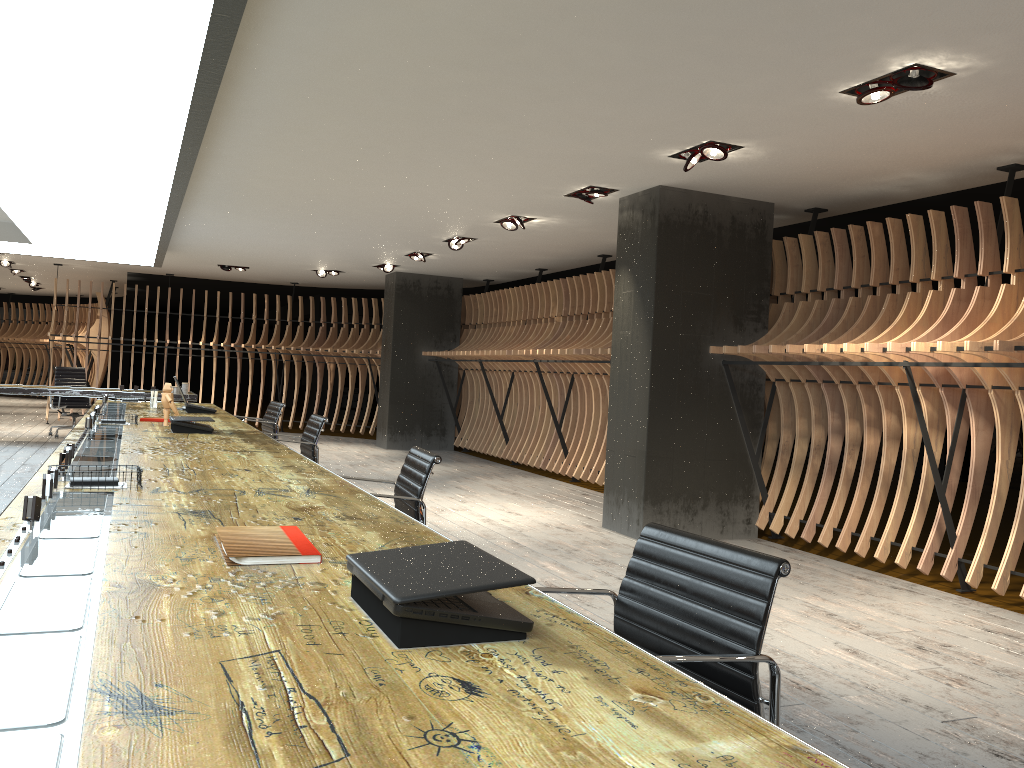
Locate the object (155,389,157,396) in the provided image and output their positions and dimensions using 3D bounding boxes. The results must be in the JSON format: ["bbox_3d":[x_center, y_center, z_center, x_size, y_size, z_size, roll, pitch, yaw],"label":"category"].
[{"bbox_3d":[-3.370,0.132,8.365,0.030,0.170,0.007,3,-1,17],"label":"object"}]

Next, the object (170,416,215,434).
[{"bbox_3d":[-2.101,0.267,5.813,0.262,0.088,0.373,3,0,-23],"label":"object"}]

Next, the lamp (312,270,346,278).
[{"bbox_3d":[-2.964,-1.859,14.307,0.493,0.292,0.269,3,0,22],"label":"lamp"}]

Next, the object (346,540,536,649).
[{"bbox_3d":[-0.148,0.387,1.680,0.261,0.111,0.373,3,0,-23],"label":"object"}]

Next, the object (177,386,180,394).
[{"bbox_3d":[-4.605,0.088,12.238,0.062,0.109,0.062,3,0,39],"label":"object"}]

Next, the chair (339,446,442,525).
[{"bbox_3d":[-0.676,0.719,3.973,0.667,0.859,0.693,3,0,-27],"label":"chair"}]

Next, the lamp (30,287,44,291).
[{"bbox_3d":[-11.479,-2.361,21.443,0.269,0.293,0.493,3,0,-40],"label":"lamp"}]

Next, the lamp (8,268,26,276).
[{"bbox_3d":[-9.527,-2.230,17.080,0.269,0.288,0.493,3,0,-23],"label":"lamp"}]

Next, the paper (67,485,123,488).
[{"bbox_3d":[-1.471,0.357,3.131,0.176,0.004,0.130,3,0,-19],"label":"paper"}]

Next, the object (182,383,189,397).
[{"bbox_3d":[-4.485,0.089,12.176,0.088,0.204,0.262,3,0,-25],"label":"object"}]

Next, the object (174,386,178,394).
[{"bbox_3d":[-4.614,0.088,12.167,0.062,0.109,0.062,3,0,39],"label":"object"}]

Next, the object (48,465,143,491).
[{"bbox_3d":[-1.472,0.332,3.131,0.302,0.071,0.209,3,0,-29],"label":"object"}]

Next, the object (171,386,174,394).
[{"bbox_3d":[-4.671,0.085,12.210,0.062,0.109,0.062,3,0,39],"label":"object"}]

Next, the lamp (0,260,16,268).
[{"bbox_3d":[-8.900,-2.189,15.614,0.269,0.284,0.493,3,0,-23],"label":"lamp"}]

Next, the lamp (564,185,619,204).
[{"bbox_3d":[0.654,-1.617,7.340,0.269,0.296,0.493,3,0,-23],"label":"lamp"}]

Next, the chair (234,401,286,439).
[{"bbox_3d":[-2.518,0.591,8.419,0.667,0.859,0.693,3,0,-37],"label":"chair"}]

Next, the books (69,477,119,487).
[{"bbox_3d":[-1.477,0.343,3.132,0.155,0.025,0.110,3,0,-28],"label":"books"}]

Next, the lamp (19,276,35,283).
[{"bbox_3d":[-10.155,-2.270,18.546,0.269,0.296,0.493,3,0,-23],"label":"lamp"}]

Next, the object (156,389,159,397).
[{"bbox_3d":[-3.362,0.132,8.382,0.030,0.170,0.007,3,-1,-37],"label":"object"}]

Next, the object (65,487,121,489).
[{"bbox_3d":[-1.471,0.358,3.131,0.176,0.004,0.130,3,0,-18],"label":"object"}]

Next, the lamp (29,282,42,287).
[{"bbox_3d":[-10.783,-2.315,20.012,0.269,0.293,0.493,3,0,-23],"label":"lamp"}]

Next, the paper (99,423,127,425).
[{"bbox_3d":[-2.736,0.269,6.092,0.176,0.004,0.130,3,0,-19],"label":"paper"}]

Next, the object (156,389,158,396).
[{"bbox_3d":[-3.364,0.132,8.372,0.030,0.170,0.007,3,-1,-10],"label":"object"}]

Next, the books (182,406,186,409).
[{"bbox_3d":[-2.989,0.219,8.322,0.186,0.027,0.112,3,0,-38],"label":"books"}]

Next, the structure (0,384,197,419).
[{"bbox_3d":[-3.573,0.570,4.244,4.834,0.844,18.480,3,0,-23],"label":"structure"}]

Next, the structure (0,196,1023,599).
[{"bbox_3d":[-5.730,-0.435,7.737,14.877,2.440,36.564,3,0,-23],"label":"structure"}]

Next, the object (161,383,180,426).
[{"bbox_3d":[-2.442,0.140,6.250,0.097,0.300,0.321,3,0,-39],"label":"object"}]

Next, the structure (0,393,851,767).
[{"bbox_3d":[-1.803,0.661,4.770,1.161,0.844,10.454,3,0,-23],"label":"structure"}]

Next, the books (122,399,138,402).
[{"bbox_3d":[-3.979,0.169,9.233,0.155,0.025,0.110,3,0,-28],"label":"books"}]

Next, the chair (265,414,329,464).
[{"bbox_3d":[-1.688,0.649,6.418,0.667,0.859,0.693,3,0,-32],"label":"chair"}]

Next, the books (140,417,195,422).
[{"bbox_3d":[-2.566,0.267,6.624,0.366,0.026,0.213,3,0,-13],"label":"books"}]

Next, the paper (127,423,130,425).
[{"bbox_3d":[-2.725,0.272,6.101,0.176,0.003,0.130,3,0,-25],"label":"paper"}]

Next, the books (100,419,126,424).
[{"bbox_3d":[-2.742,0.255,6.092,0.155,0.025,0.110,3,0,-28],"label":"books"}]

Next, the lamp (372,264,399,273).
[{"bbox_3d":[-1.870,-1.792,13.198,0.269,0.293,0.493,3,0,-30],"label":"lamp"}]

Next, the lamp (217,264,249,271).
[{"bbox_3d":[-4.515,-1.942,14.384,0.492,0.294,0.269,3,0,-17],"label":"lamp"}]

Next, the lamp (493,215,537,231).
[{"bbox_3d":[0.026,-1.664,8.806,0.269,0.288,0.493,3,0,-23],"label":"lamp"}]

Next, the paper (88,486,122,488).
[{"bbox_3d":[-1.471,0.355,3.131,0.176,0.004,0.130,3,0,-18],"label":"paper"}]

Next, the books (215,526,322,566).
[{"bbox_3d":[-0.617,0.401,2.220,0.213,0.026,0.366,3,0,-23],"label":"books"}]

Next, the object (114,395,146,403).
[{"bbox_3d":[-3.974,0.159,9.232,0.302,0.074,0.217,3,0,-29],"label":"object"}]

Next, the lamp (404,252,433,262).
[{"bbox_3d":[-1.229,-1.749,11.738,0.269,0.292,0.493,3,0,-23],"label":"lamp"}]

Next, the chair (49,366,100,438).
[{"bbox_3d":[-6.411,0.270,13.083,0.665,1.023,0.699,3,0,-43],"label":"chair"}]

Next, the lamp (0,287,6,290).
[{"bbox_3d":[-12.909,-2.441,22.059,0.493,0.294,0.269,3,0,4],"label":"lamp"}]

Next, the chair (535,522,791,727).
[{"bbox_3d":[0.203,0.780,1.945,0.667,0.859,0.693,3,0,-37],"label":"chair"}]

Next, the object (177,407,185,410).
[{"bbox_3d":[-3.030,0.236,8.345,0.213,0.019,0.219,3,0,-38],"label":"object"}]

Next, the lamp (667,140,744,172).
[{"bbox_3d":[1.282,-1.576,5.874,0.269,0.292,0.493,3,0,-23],"label":"lamp"}]

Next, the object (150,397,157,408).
[{"bbox_3d":[-3.387,0.176,8.381,0.061,0.111,0.061,3,0,11],"label":"object"}]

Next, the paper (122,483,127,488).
[{"bbox_3d":[-1.461,0.360,3.141,0.176,0.003,0.130,3,0,-25],"label":"paper"}]

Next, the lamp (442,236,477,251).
[{"bbox_3d":[-0.601,-1.708,10.272,0.269,0.288,0.493,3,0,-23],"label":"lamp"}]

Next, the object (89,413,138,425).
[{"bbox_3d":[-2.737,0.246,6.092,0.302,0.074,0.217,3,0,-29],"label":"object"}]

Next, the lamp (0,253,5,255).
[{"bbox_3d":[-8.272,-2.141,14.147,0.269,0.295,0.493,3,0,-23],"label":"lamp"}]

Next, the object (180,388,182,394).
[{"bbox_3d":[-4.623,0.097,12.246,0.175,0.089,0.289,3,0,-7],"label":"object"}]

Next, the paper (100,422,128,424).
[{"bbox_3d":[-2.736,0.268,6.092,0.176,0.004,0.130,3,0,-17],"label":"paper"}]

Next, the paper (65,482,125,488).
[{"bbox_3d":[-1.471,0.355,3.131,0.176,0.004,0.130,3,0,-17],"label":"paper"}]

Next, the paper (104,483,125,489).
[{"bbox_3d":[-1.471,0.357,3.131,0.176,0.004,0.130,3,0,-14],"label":"paper"}]

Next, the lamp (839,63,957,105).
[{"bbox_3d":[1.909,-1.532,4.408,0.269,0.294,0.493,3,0,-23],"label":"lamp"}]

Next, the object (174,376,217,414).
[{"bbox_3d":[-2.869,0.097,8.022,0.365,0.316,0.373,3,0,-23],"label":"object"}]

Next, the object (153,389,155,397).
[{"bbox_3d":[-3.380,0.131,8.361,0.030,0.170,0.007,3,-1,43],"label":"object"}]

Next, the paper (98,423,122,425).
[{"bbox_3d":[-2.736,0.270,6.092,0.176,0.004,0.130,3,0,-14],"label":"paper"}]
